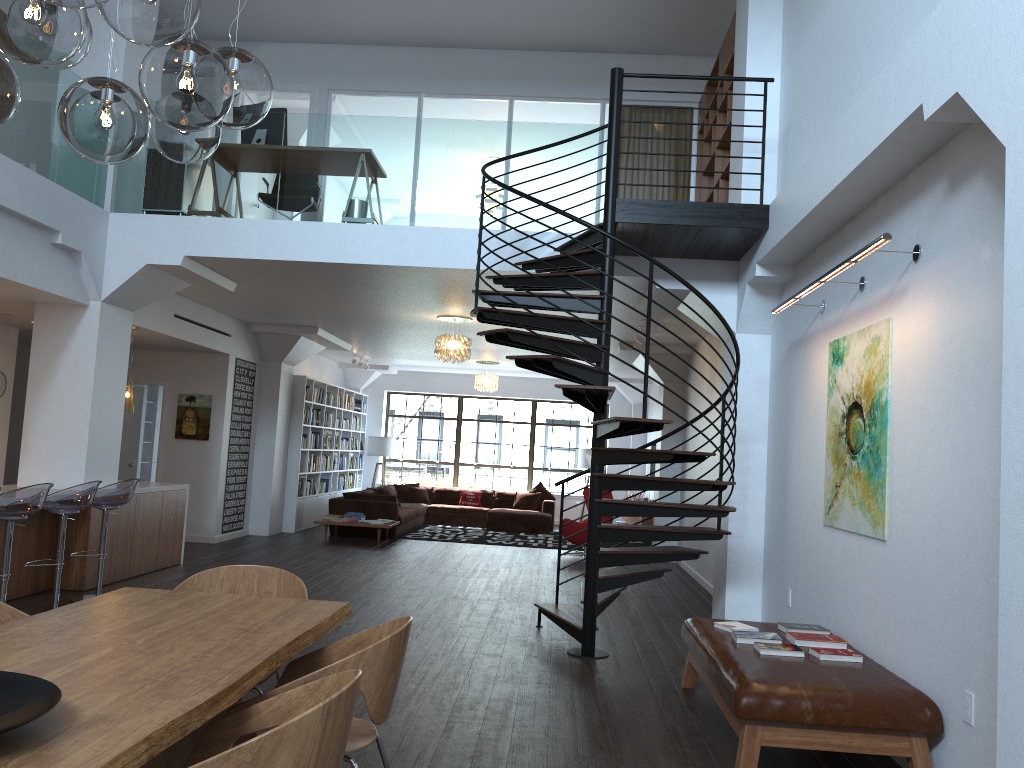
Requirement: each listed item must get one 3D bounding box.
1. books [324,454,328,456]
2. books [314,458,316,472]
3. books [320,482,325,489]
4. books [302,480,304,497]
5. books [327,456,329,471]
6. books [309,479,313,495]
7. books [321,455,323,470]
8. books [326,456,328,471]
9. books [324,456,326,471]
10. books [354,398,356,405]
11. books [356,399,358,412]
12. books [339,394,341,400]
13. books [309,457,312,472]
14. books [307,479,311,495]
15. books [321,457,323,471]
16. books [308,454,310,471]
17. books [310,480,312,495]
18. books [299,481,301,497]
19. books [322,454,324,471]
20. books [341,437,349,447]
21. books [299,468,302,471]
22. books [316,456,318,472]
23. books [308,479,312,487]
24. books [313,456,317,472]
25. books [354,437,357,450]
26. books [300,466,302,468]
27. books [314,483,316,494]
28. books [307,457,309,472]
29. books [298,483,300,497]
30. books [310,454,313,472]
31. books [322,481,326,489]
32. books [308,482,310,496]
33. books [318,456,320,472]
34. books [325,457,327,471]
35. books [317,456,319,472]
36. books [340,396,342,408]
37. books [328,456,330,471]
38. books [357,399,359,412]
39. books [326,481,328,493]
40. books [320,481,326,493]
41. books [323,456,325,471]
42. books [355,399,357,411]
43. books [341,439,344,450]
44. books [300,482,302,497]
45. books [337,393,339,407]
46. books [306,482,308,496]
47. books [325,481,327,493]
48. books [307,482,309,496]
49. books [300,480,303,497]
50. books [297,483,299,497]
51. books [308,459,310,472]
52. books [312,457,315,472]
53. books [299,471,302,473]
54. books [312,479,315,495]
[{"bbox_3d":[-3.283,1.355,15.350,0.176,0.290,0.036,3,-4,3],"label":"books"},{"bbox_3d":[-3.328,1.325,14.610,0.168,0.231,0.037,3,-4,3],"label":"books"},{"bbox_3d":[-3.299,1.788,15.312,0.128,0.178,0.021,3,-4,3],"label":"books"},{"bbox_3d":[-3.379,1.643,13.994,0.180,0.251,0.048,3,-4,3],"label":"books"},{"bbox_3d":[-3.280,1.375,15.397,0.180,0.259,0.060,3,-4,3],"label":"books"},{"bbox_3d":[-3.354,1.681,14.503,0.180,0.259,0.042,3,-4,3],"label":"books"},{"bbox_3d":[-3.308,1.327,14.969,0.198,0.284,0.066,3,-4,3],"label":"books"},{"bbox_3d":[-3.277,1.371,15.314,0.183,0.253,0.034,3,-4,3],"label":"books"},{"bbox_3d":[-3.287,1.358,15.153,0.183,0.253,0.034,3,-4,3],"label":"books"},{"bbox_3d":[-3.139,0.403,17.261,0.183,0.253,0.042,3,-4,3],"label":"books"},{"bbox_3d":[-3.128,0.413,17.392,0.183,0.253,0.042,3,-4,3],"label":"books"},{"bbox_3d":[-3.191,0.309,16.060,0.160,0.251,0.031,3,-4,3],"label":"books"},{"bbox_3d":[-3.338,1.296,14.355,0.171,0.246,0.057,3,-4,3],"label":"books"},{"bbox_3d":[-3.361,1.670,14.351,0.183,0.253,0.042,3,-4,3],"label":"books"},{"bbox_3d":[-3.292,1.348,15.012,0.160,0.250,0.026,3,-4,3],"label":"books"},{"bbox_3d":[-3.325,1.261,14.220,0.140,0.298,0.044,3,-4,3],"label":"books"},{"bbox_3d":[-3.354,1.681,14.424,0.171,0.246,0.039,3,-4,3],"label":"books"},{"bbox_3d":[-3.380,1.634,13.798,0.174,0.240,0.054,3,-4,3],"label":"books"},{"bbox_3d":[-3.294,1.333,15.079,0.176,0.290,0.053,3,-4,3],"label":"books"},{"bbox_3d":[-3.174,1.134,16.849,0.140,0.231,0.042,3,-4,3],"label":"books"},{"bbox_3d":[-3.393,1.326,13.842,0.197,0.033,0.284,5,-5,-22],"label":"books"},{"bbox_3d":[-3.316,1.319,14.678,0.183,0.253,0.034,3,-4,3],"label":"books"},{"bbox_3d":[-3.354,1.682,14.463,0.160,0.251,0.039,3,-4,3],"label":"books"},{"bbox_3d":[-3.322,1.316,14.645,0.183,0.253,0.034,3,-4,3],"label":"books"},{"bbox_3d":[-3.155,1.170,17.442,0.183,0.253,0.042,3,-4,3],"label":"books"},{"bbox_3d":[-3.394,1.292,13.840,0.174,0.032,0.254,3,-4,-2],"label":"books"},{"bbox_3d":[-3.341,1.707,14.678,0.174,0.236,0.142,3,-4,3],"label":"books"},{"bbox_3d":[-3.347,1.281,14.169,0.189,0.247,0.057,3,-4,3],"label":"books"},{"bbox_3d":[-3.383,1.639,13.755,0.161,0.223,0.032,3,-4,3],"label":"books"},{"bbox_3d":[-3.335,1.281,14.439,0.176,0.290,0.053,3,-4,3],"label":"books"},{"bbox_3d":[-3.304,1.780,15.374,0.146,0.202,0.027,3,-4,3],"label":"books"},{"bbox_3d":[-3.354,1.693,14.312,0.161,0.223,0.030,3,-4,3],"label":"books"},{"bbox_3d":[-3.309,1.330,14.814,0.183,0.253,0.034,3,-4,3],"label":"books"},{"bbox_3d":[-3.290,1.374,15.275,0.174,0.240,0.045,3,-4,3],"label":"books"},{"bbox_3d":[-3.314,1.329,14.785,0.160,0.250,0.026,3,-4,3],"label":"books"},{"bbox_3d":[-3.181,0.326,16.089,0.161,0.223,0.032,3,-4,3],"label":"books"},{"bbox_3d":[-3.281,1.385,15.495,0.183,0.253,0.034,3,-4,3],"label":"books"},{"bbox_3d":[-3.117,0.421,17.478,0.183,0.253,0.042,3,-4,3],"label":"books"},{"bbox_3d":[-3.294,1.789,15.483,0.146,0.202,0.027,3,-4,3],"label":"books"},{"bbox_3d":[-3.300,1.783,15.341,0.139,0.191,0.036,3,-4,3],"label":"books"},{"bbox_3d":[-3.292,1.355,15.120,0.183,0.253,0.034,3,-4,3],"label":"books"},{"bbox_3d":[-3.131,0.407,17.304,0.183,0.253,0.042,3,-4,3],"label":"books"},{"bbox_3d":[-3.195,1.117,16.481,0.140,0.206,0.042,3,-4,3],"label":"books"},{"bbox_3d":[-3.372,1.649,13.873,0.161,0.223,0.032,3,-4,3],"label":"books"},{"bbox_3d":[-3.198,0.290,15.838,0.183,0.253,0.042,3,-4,3],"label":"books"},{"bbox_3d":[-3.360,1.674,14.194,0.161,0.223,0.032,3,-4,3],"label":"books"},{"bbox_3d":[-3.294,1.783,15.401,0.146,0.202,0.027,3,-4,3],"label":"books"},{"bbox_3d":[-3.360,1.681,14.281,0.161,0.223,0.033,3,-4,3],"label":"books"},{"bbox_3d":[-3.384,1.636,13.911,0.183,0.253,0.042,3,-4,3],"label":"books"},{"bbox_3d":[-3.393,1.623,13.726,0.160,0.251,0.031,3,-4,3],"label":"books"},{"bbox_3d":[-3.332,1.309,14.263,0.144,0.207,0.048,3,-4,3],"label":"books"},{"bbox_3d":[-3.324,1.313,14.563,0.171,0.246,0.057,3,-4,3],"label":"books"},{"bbox_3d":[-3.395,1.360,13.840,0.197,0.035,0.284,4,-4,-7],"label":"books"},{"bbox_3d":[-3.344,1.691,14.589,0.183,0.253,0.042,3,-4,3],"label":"books"}]
